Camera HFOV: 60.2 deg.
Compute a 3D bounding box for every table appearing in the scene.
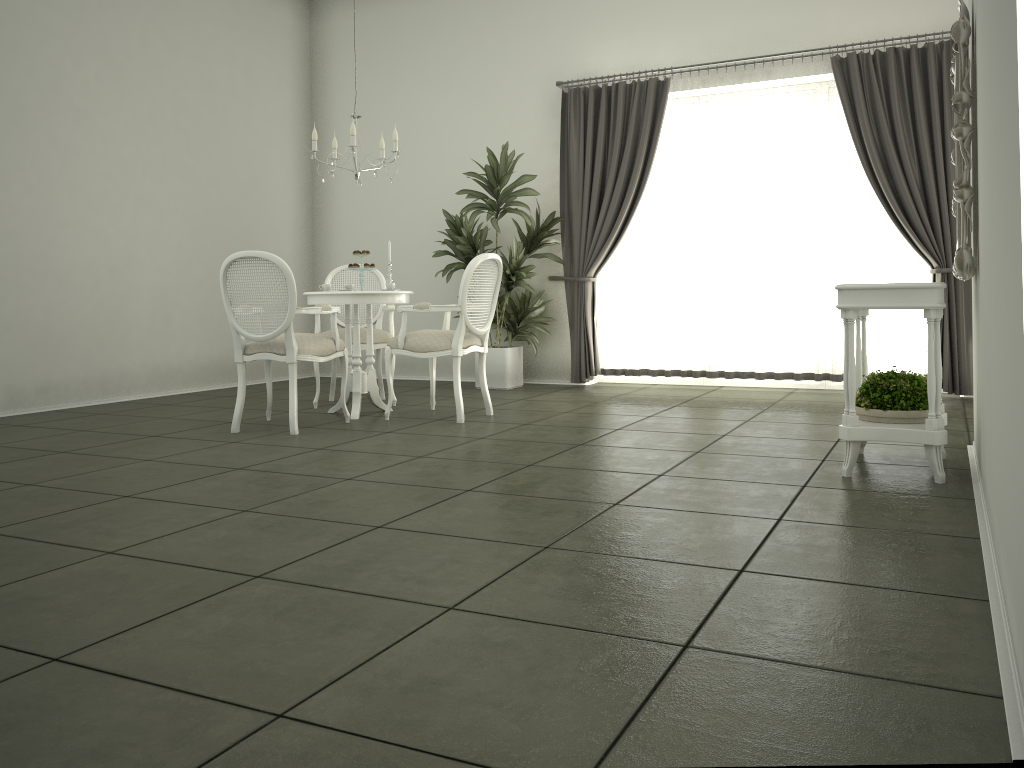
[{"bbox_3d":[1.679,-0.037,3.889,0.432,0.805,0.700,0,2,26],"label":"table"},{"bbox_3d":[-1.032,-0.210,5.977,0.740,0.829,0.742,0,3,23],"label":"table"}]

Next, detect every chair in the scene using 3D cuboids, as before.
[{"bbox_3d":[-1.182,-0.386,6.658,0.595,1.063,0.691,-1,2,-8],"label":"chair"},{"bbox_3d":[-1.392,-0.259,5.333,0.595,1.063,0.691,0,2,17],"label":"chair"},{"bbox_3d":[-0.413,-0.312,5.756,0.690,1.063,0.596,0,1,27],"label":"chair"}]

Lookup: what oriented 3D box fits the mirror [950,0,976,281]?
[{"bbox_3d":[1.923,-1.047,3.771,0.082,1.208,0.839,-1,2,26],"label":"mirror"}]

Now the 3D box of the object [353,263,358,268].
[{"bbox_3d":[-1.052,-0.794,5.924,0.039,0.032,0.039,-1,3,-8],"label":"object"}]

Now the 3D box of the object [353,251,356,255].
[{"bbox_3d":[-1.062,-0.889,5.987,0.039,0.032,0.039,-3,4,-33],"label":"object"}]

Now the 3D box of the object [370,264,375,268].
[{"bbox_3d":[-0.947,-0.802,5.995,0.039,0.032,0.039,-4,4,-43],"label":"object"}]

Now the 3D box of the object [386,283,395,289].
[{"bbox_3d":[-0.809,-0.653,5.927,0.078,0.049,0.062,-3,4,-31],"label":"object"}]

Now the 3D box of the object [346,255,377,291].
[{"bbox_3d":[-1.019,-0.751,5.990,0.211,0.248,0.211,-2,3,-31],"label":"object"}]

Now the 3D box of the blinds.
[{"bbox_3d":[1.957,-1.246,7.142,3.660,2.602,0.661,1,1,26],"label":"blinds"}]

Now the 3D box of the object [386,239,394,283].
[{"bbox_3d":[-0.845,-0.821,6.100,0.088,0.364,0.087,-1,0,4],"label":"object"}]

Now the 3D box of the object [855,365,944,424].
[{"bbox_3d":[1.688,0.037,3.885,0.374,0.231,0.347,1,4,22],"label":"object"}]

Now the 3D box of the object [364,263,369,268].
[{"bbox_3d":[-0.979,-0.796,5.929,0.039,0.032,0.039,-2,3,-13],"label":"object"}]

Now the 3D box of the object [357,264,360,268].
[{"bbox_3d":[-1.061,-0.806,6.051,0.039,0.032,0.039,-2,3,-13],"label":"object"}]

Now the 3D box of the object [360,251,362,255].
[{"bbox_3d":[-1.044,-0.892,6.024,0.039,0.032,0.039,0,3,12],"label":"object"}]

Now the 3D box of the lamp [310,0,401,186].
[{"bbox_3d":[-1.055,-2.576,5.968,0.592,2.437,0.594,-1,0,4],"label":"lamp"}]

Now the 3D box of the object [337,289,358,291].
[{"bbox_3d":[-1.068,-0.608,5.742,0.118,0.016,0.119,1,5,16],"label":"object"}]

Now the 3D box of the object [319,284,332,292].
[{"bbox_3d":[-1.216,-0.628,5.777,0.062,0.049,0.078,2,4,36],"label":"object"}]

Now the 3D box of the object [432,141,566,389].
[{"bbox_3d":[-0.161,-1.017,7.709,1.162,2.095,1.041,0,2,44],"label":"object"}]

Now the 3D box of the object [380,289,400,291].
[{"bbox_3d":[-0.815,-0.628,5.923,0.118,0.016,0.119,1,5,16],"label":"object"}]

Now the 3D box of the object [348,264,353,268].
[{"bbox_3d":[-1.093,-0.799,5.985,0.039,0.032,0.039,-2,3,-13],"label":"object"}]

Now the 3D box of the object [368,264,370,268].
[{"bbox_3d":[-0.988,-0.808,6.056,0.039,0.032,0.039,-2,4,-23],"label":"object"}]

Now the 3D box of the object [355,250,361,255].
[{"bbox_3d":[-1.039,-0.886,5.953,0.039,0.032,0.039,-4,4,-43],"label":"object"}]

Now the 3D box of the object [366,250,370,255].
[{"bbox_3d":[-0.980,-0.890,5.993,0.039,0.032,0.039,-2,3,-18],"label":"object"}]

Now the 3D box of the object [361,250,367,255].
[{"bbox_3d":[-0.998,-0.887,5.956,0.039,0.032,0.039,1,4,32],"label":"object"}]

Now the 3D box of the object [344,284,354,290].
[{"bbox_3d":[-1.137,-0.672,6.172,0.062,0.049,0.078,0,4,6],"label":"object"}]
